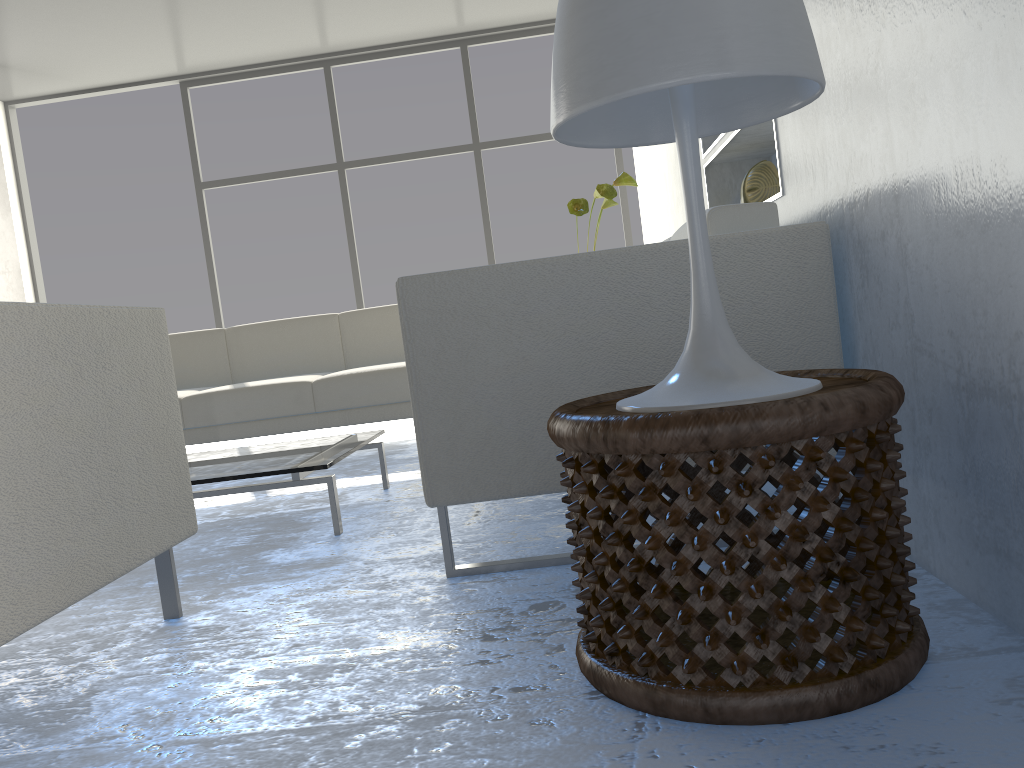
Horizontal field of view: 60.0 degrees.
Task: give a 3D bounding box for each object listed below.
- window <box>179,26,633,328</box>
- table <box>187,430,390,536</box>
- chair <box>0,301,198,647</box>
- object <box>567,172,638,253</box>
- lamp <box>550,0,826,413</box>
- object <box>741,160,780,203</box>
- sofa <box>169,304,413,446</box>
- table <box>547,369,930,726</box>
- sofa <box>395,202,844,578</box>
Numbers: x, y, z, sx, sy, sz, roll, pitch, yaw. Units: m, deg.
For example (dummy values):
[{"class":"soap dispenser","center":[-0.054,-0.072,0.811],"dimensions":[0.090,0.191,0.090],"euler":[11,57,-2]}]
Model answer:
[{"class":"window","center":[-0.150,-1.144,6.171],"dimensions":[4.080,2.477,0.037],"euler":[-7,4,4]},{"class":"table","center":[-0.815,0.318,2.622],"dimensions":[0.773,0.190,0.730],"euler":[-7,4,4]},{"class":"chair","center":[-1.016,0.187,1.338],"dimensions":[0.748,0.662,0.821],"euler":[-7,4,4]},{"class":"object","center":[0.334,-0.325,3.636],"dimensions":[0.387,1.051,0.400],"euler":[-5,4,31]},{"class":"lamp","center":[0.233,-0.271,1.153],"dimensions":[0.347,0.582,0.347],"euler":[-9,4,-28]},{"class":"object","center":[0.724,-0.572,2.634],"dimensions":[0.088,0.179,0.163],"euler":[-8,4,-6]},{"class":"sofa","center":[-1.097,0.024,4.130],"dimensions":[1.881,0.658,0.821],"euler":[-7,4,4]},{"class":"table","center":[0.291,0.185,1.180],"dimensions":[0.452,0.358,0.452],"euler":[-9,4,-21]},{"class":"sofa","center":[0.253,-0.053,2.580],"dimensions":[0.821,0.658,1.881],"euler":[-7,4,4]}]
